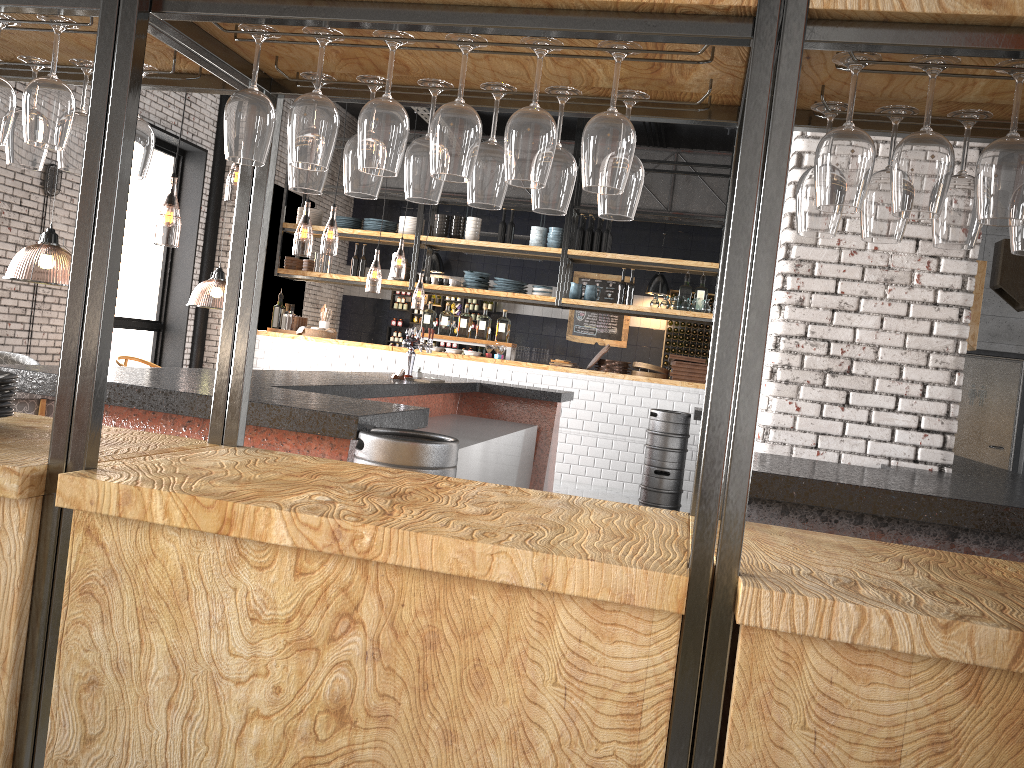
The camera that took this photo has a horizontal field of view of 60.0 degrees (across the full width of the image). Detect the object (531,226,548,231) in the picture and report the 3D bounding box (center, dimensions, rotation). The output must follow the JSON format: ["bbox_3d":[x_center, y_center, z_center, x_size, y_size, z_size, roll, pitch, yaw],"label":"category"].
[{"bbox_3d":[0.348,-1.949,11.222,0.210,0.074,0.210,7,2,16],"label":"object"}]

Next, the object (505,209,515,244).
[{"bbox_3d":[-0.014,-1.982,11.250,0.098,0.471,0.098,7,1,34],"label":"object"}]

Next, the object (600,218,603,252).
[{"bbox_3d":[1.087,-1.839,11.086,0.098,0.458,0.098,7,1,-11],"label":"object"}]

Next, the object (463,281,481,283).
[{"bbox_3d":[-0.461,-1.281,11.379,0.334,0.045,0.335,7,2,8],"label":"object"}]

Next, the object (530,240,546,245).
[{"bbox_3d":[0.324,-1.777,11.226,0.210,0.069,0.210,6,2,-23],"label":"object"}]

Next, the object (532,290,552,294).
[{"bbox_3d":[0.378,-1.151,11.207,0.265,0.038,0.265,8,2,34],"label":"object"}]

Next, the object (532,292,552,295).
[{"bbox_3d":[0.375,-1.134,11.207,0.263,0.037,0.263,6,2,-15],"label":"object"}]

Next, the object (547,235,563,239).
[{"bbox_3d":[0.549,-1.817,11.158,0.218,0.092,0.218,5,2,-43],"label":"object"}]

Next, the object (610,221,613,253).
[{"bbox_3d":[1.219,-1.827,11.197,0.098,0.458,0.098,7,1,-11],"label":"object"}]

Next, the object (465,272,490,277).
[{"bbox_3d":[-0.445,-1.389,11.378,0.334,0.048,0.335,7,2,-2],"label":"object"}]

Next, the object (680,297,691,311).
[{"bbox_3d":[2.097,-0.963,10.711,0.118,0.181,0.118,7,1,-12],"label":"object"}]

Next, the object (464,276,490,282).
[{"bbox_3d":[-0.452,-1.333,11.380,0.333,0.052,0.335,5,2,-40],"label":"object"}]

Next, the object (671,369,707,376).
[{"bbox_3d":[2.083,-0.134,10.410,0.405,0.044,0.636,7,2,8],"label":"object"}]

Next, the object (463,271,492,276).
[{"bbox_3d":[-0.445,-1.409,11.377,0.373,0.050,0.373,8,2,33],"label":"object"}]

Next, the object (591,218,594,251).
[{"bbox_3d":[0.978,-1.853,11.108,0.098,0.458,0.098,7,1,34],"label":"object"}]

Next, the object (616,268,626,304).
[{"bbox_3d":[1.368,-1.205,11.022,0.098,0.471,0.098,7,1,0],"label":"object"}]

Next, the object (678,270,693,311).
[{"bbox_3d":[2.134,-1.147,10.883,0.157,0.554,0.105,7,1,16],"label":"object"}]

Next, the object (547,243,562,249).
[{"bbox_3d":[0.541,-1.720,11.156,0.218,0.085,0.219,6,2,-19],"label":"object"}]

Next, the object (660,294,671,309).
[{"bbox_3d":[1.859,-0.993,10.756,0.118,0.181,0.118,6,1,-29],"label":"object"}]

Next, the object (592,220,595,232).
[{"bbox_3d":[1.005,-1.854,11.241,0.098,0.458,0.098,7,1,34],"label":"object"}]

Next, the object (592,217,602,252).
[{"bbox_3d":[1.060,-1.838,10.953,0.098,0.458,0.098,7,1,-11],"label":"object"}]

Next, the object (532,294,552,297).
[{"bbox_3d":[0.374,-1.111,11.207,0.263,0.026,0.264,5,2,-43],"label":"object"}]

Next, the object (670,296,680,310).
[{"bbox_3d":[1.976,-0.978,10.722,0.118,0.181,0.118,8,1,45],"label":"object"}]

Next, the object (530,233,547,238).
[{"bbox_3d":[0.332,-1.864,11.225,0.210,0.078,0.210,8,2,34],"label":"object"}]

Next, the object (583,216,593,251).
[{"bbox_3d":[0.951,-1.852,10.976,0.098,0.458,0.098,7,1,34],"label":"object"}]

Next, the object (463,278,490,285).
[{"bbox_3d":[-0.454,-1.303,11.377,0.372,0.071,0.373,8,2,23],"label":"object"}]

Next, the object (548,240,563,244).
[{"bbox_3d":[0.550,-1.752,11.156,0.218,0.093,0.219,7,2,-5],"label":"object"}]

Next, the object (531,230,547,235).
[{"bbox_3d":[0.340,-1.907,11.222,0.210,0.076,0.210,6,2,-14],"label":"object"}]

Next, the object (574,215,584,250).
[{"bbox_3d":[0.846,-1.865,10.997,0.098,0.458,0.098,7,1,34],"label":"object"}]

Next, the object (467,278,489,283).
[{"bbox_3d":[-0.456,-1.320,11.379,0.335,0.039,0.335,7,2,11],"label":"object"}]

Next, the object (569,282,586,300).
[{"bbox_3d":[0.820,-1.152,11.114,0.199,0.230,0.166,7,1,18],"label":"object"}]

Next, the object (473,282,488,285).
[{"bbox_3d":[-0.462,-1.269,11.380,0.334,0.051,0.334,8,2,42],"label":"object"}]

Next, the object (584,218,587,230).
[{"bbox_3d":[0.901,-1.873,11.262,0.098,0.471,0.098,7,1,34],"label":"object"}]

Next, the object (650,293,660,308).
[{"bbox_3d":[1.744,-1.008,10.798,0.118,0.181,0.118,6,1,-25],"label":"object"}]

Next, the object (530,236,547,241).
[{"bbox_3d":[0.332,-1.820,11.229,0.210,0.074,0.210,6,2,-14],"label":"object"}]

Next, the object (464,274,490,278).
[{"bbox_3d":[-0.449,-1.375,11.378,0.335,0.036,0.335,7,2,1],"label":"object"}]

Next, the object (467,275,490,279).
[{"bbox_3d":[-0.450,-1.360,11.378,0.334,0.035,0.335,6,2,-14],"label":"object"}]

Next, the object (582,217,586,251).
[{"bbox_3d":[0.873,-1.866,11.130,0.098,0.458,0.098,7,1,34],"label":"object"}]

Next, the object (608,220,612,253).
[{"bbox_3d":[1.192,-1.826,11.065,0.098,0.458,0.098,7,1,-11],"label":"object"}]

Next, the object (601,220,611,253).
[{"bbox_3d":[1.165,-1.825,10.932,0.098,0.458,0.098,7,1,-11],"label":"object"}]

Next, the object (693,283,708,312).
[{"bbox_3d":[2.311,-1.050,10.861,0.157,0.405,0.105,7,1,16],"label":"object"}]

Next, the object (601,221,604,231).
[{"bbox_3d":[1.114,-1.840,11.218,0.098,0.458,0.098,7,1,-11],"label":"object"}]

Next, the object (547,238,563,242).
[{"bbox_3d":[0.545,-1.785,11.155,0.218,0.092,0.219,7,2,1],"label":"object"}]

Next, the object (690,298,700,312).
[{"bbox_3d":[2.218,-0.948,10.705,0.118,0.181,0.118,7,1,-5],"label":"object"}]

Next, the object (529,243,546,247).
[{"bbox_3d":[0.320,-1.734,11.227,0.210,0.065,0.210,8,2,29],"label":"object"}]

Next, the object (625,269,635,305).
[{"bbox_3d":[1.473,-1.192,11.001,0.098,0.471,0.098,7,1,19],"label":"object"}]

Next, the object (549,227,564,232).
[{"bbox_3d":[0.566,-1.912,11.158,0.219,0.091,0.218,8,2,29],"label":"object"}]

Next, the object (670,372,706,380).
[{"bbox_3d":[2.078,-0.091,10.411,0.405,0.044,0.635,7,2,14],"label":"object"}]

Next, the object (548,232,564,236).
[{"bbox_3d":[0.554,-1.849,11.158,0.218,0.092,0.218,6,2,-38],"label":"object"}]

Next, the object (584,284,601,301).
[{"bbox_3d":[0.990,-1.130,11.067,0.166,0.230,0.199,7,1,-18],"label":"object"}]

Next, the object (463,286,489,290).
[{"bbox_3d":[-0.467,-1.216,11.380,0.334,0.033,0.335,6,2,-19],"label":"object"}]

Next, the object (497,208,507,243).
[{"bbox_3d":[-0.118,-1.996,11.271,0.098,0.471,0.098,7,1,34],"label":"object"}]

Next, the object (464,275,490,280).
[{"bbox_3d":[-0.451,-1.349,11.380,0.335,0.052,0.334,8,2,28],"label":"object"}]

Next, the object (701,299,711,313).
[{"bbox_3d":[2.327,-0.933,10.629,0.118,0.181,0.118,7,1,35],"label":"object"}]

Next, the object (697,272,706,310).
[{"bbox_3d":[2.319,-1.125,10.856,0.141,0.550,0.096,7,1,16],"label":"object"}]

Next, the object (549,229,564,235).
[{"bbox_3d":[0.567,-1.880,11.155,0.218,0.096,0.219,7,2,-5],"label":"object"}]

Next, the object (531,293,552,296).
[{"bbox_3d":[0.375,-1.123,11.206,0.263,0.038,0.263,8,2,27],"label":"object"}]
